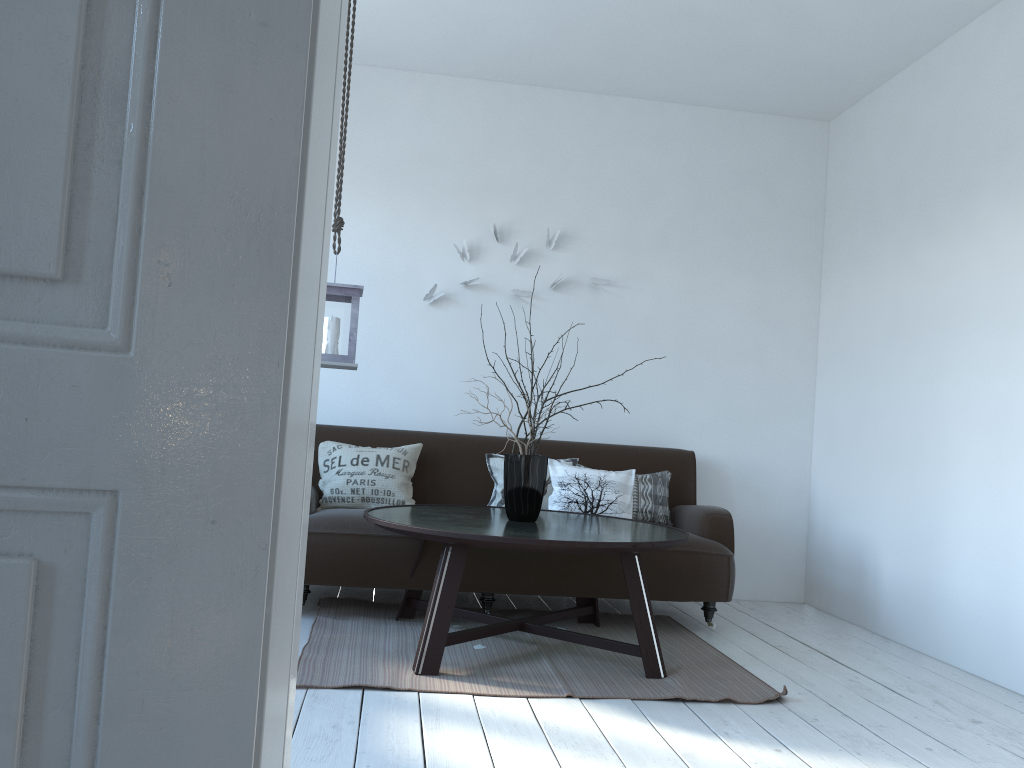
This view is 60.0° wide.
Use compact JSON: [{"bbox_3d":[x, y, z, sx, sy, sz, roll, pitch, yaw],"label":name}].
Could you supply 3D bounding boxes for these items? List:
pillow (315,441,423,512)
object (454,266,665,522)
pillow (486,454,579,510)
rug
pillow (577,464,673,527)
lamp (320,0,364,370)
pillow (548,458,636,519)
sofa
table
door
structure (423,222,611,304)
[{"bbox_3d":[-0.710,0.461,4.393,0.519,0.367,0.239,4,-3,-8],"label":"pillow"},{"bbox_3d":[0.208,0.031,3.561,0.846,1.065,0.525,6,-3,-37],"label":"object"},{"bbox_3d":[0.092,0.531,4.459,0.473,0.347,0.158,4,-3,-9],"label":"pillow"},{"bbox_3d":[0.023,1.028,3.593,1.710,0.055,1.457,4,-3,-7],"label":"rug"},{"bbox_3d":[0.575,0.573,4.559,0.542,0.287,0.183,4,-3,-7],"label":"pillow"},{"bbox_3d":[-0.673,-0.947,3.569,0.228,1.760,0.228,4,-2,-11],"label":"lamp"},{"bbox_3d":[0.392,0.540,4.423,0.471,0.309,0.188,4,-3,-7],"label":"pillow"},{"bbox_3d":[-0.047,0.672,4.366,2.165,0.824,0.969,4,-3,-8],"label":"sofa"},{"bbox_3d":[0.040,0.803,3.576,1.300,0.503,1.300,5,-3,-17],"label":"table"},{"bbox_3d":[0.432,-0.324,1.051,2.599,2.503,0.578,4,-2,-8],"label":"door"},{"bbox_3d":[0.040,-0.637,4.889,1.025,0.478,0.085,4,-2,-8],"label":"structure"}]
